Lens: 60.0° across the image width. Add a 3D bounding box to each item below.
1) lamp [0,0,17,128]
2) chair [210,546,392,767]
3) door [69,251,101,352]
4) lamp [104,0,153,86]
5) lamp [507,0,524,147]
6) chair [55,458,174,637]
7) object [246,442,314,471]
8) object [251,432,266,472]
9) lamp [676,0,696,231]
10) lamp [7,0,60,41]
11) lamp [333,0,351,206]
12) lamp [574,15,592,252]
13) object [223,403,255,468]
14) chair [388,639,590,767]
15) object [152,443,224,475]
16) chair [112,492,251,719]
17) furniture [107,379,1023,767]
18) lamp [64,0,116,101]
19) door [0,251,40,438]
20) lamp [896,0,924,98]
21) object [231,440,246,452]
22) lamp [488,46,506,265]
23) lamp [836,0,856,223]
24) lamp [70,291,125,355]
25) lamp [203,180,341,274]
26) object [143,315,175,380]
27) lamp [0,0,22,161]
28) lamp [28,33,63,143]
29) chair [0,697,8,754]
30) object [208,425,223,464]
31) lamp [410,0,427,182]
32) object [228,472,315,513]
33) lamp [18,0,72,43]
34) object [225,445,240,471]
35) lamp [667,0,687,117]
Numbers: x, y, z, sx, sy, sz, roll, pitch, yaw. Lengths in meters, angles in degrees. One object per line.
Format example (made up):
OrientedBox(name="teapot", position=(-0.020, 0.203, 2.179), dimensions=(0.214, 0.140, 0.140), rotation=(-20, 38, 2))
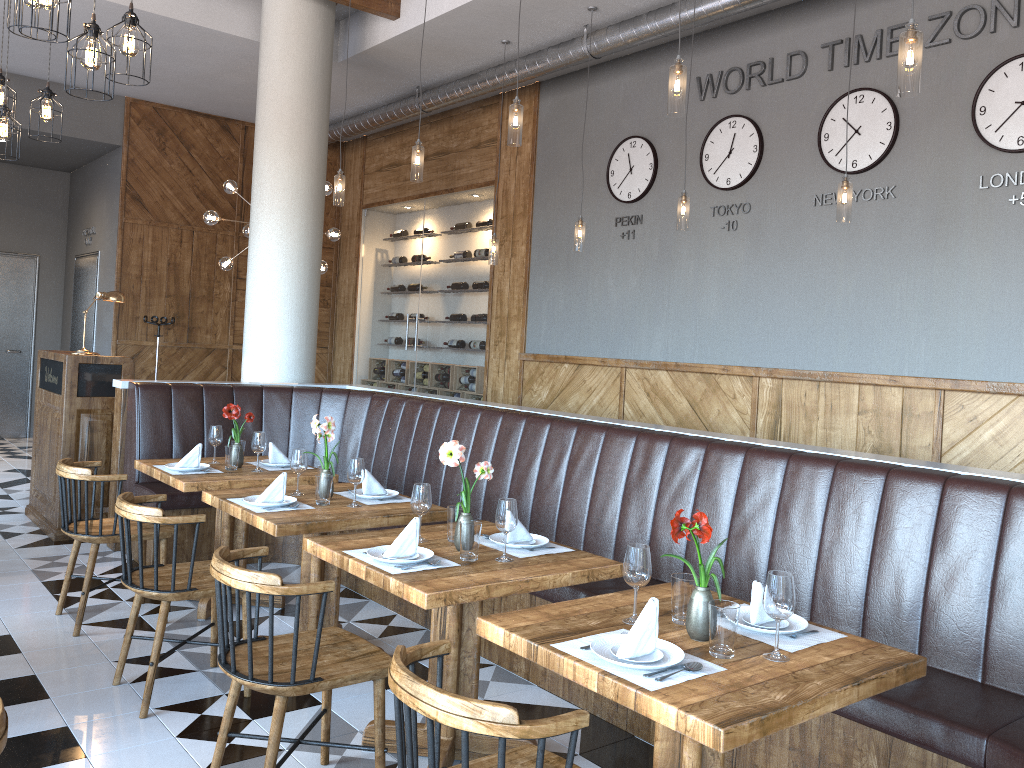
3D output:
OrientedBox(name="lamp", position=(-3.043, -2.598, 5.343), dimensions=(0.175, 2.071, 0.175), rotation=(3, 0, 5))
OrientedBox(name="chair", position=(-0.700, 0.954, 2.861), dimensions=(0.549, 0.817, 0.520), rotation=(3, 1, -39))
OrientedBox(name="door", position=(-5.284, -0.408, 10.844), dimensions=(0.114, 2.394, 1.208), rotation=(3, 0, -39))
OrientedBox(name="lamp", position=(-1.625, -2.361, 3.875), dimensions=(0.175, 2.071, 0.175), rotation=(3, 0, 1))
OrientedBox(name="lamp", position=(0.067, -2.290, 4.860), dimensions=(0.078, 1.964, 0.078), rotation=(3, 0, -4))
OrientedBox(name="chair", position=(-2.071, 0.810, 4.586), dimensions=(0.549, 0.817, 0.520), rotation=(3, 1, -39))
OrientedBox(name="object", position=(-1.342, 0.404, 5.134), dimensions=(0.271, 0.137, 0.352), rotation=(2, 2, -38))
OrientedBox(name="object", position=(-1.393, 0.372, 4.868), dimensions=(0.081, 0.215, 0.081), rotation=(3, 0, -8))
OrientedBox(name="lamp", position=(1.171, -1.986, 5.811), dimensions=(0.078, 1.964, 0.078), rotation=(3, 0, -4))
OrientedBox(name="lamp", position=(-1.904, -2.466, 3.627), dimensions=(0.175, 2.071, 0.175), rotation=(3, 0, 35))
OrientedBox(name="lamp", position=(-1.209, -2.281, 6.456), dimensions=(0.078, 1.964, 0.078), rotation=(3, 0, -7))
OrientedBox(name="lamp", position=(0.551, -1.966, 6.584), dimensions=(0.078, 1.964, 0.078), rotation=(3, 0, 37))
OrientedBox(name="object", position=(-1.554, 0.289, 4.986), dimensions=(0.171, 0.355, 0.156), rotation=(3, 0, 45))
OrientedBox(name="chair", position=(-0.014, 1.026, 1.999), dimensions=(0.549, 0.817, 0.520), rotation=(3, 1, -39))
OrientedBox(name="object", position=(-1.758, 0.393, 4.814), dimensions=(0.271, 0.137, 0.352), rotation=(2, 2, -38))
OrientedBox(name="chair", position=(-1.385, 0.882, 3.723), dimensions=(0.549, 0.817, 0.520), rotation=(3, 1, -39))
OrientedBox(name="furniture", position=(0.007, 0.775, 4.144), dimensions=(1.916, 1.150, 6.597), rotation=(2, 3, -39))
OrientedBox(name="lamp", position=(-1.688, -2.225, 3.661), dimensions=(0.175, 2.071, 0.175), rotation=(3, 0, 35))
OrientedBox(name="door", position=(-6.714, -0.502, 11.217), dimensions=(1.205, 2.394, 0.114), rotation=(3, 0, -39))
OrientedBox(name="lamp", position=(1.446, -1.996, 3.116), dimensions=(0.078, 1.964, 0.078), rotation=(3, 0, 2))
OrientedBox(name="object", position=(-1.584, 0.393, 5.123), dimensions=(0.080, 0.132, 0.080), rotation=(3, 1, -39))
OrientedBox(name="lamp", position=(-0.106, -1.977, 7.406), dimensions=(0.078, 1.964, 0.078), rotation=(3, 0, -7))
OrientedBox(name="lamp", position=(1.888, -1.876, 4.906), dimensions=(0.078, 1.964, 0.078), rotation=(3, 0, -31))
OrientedBox(name="lamp", position=(-3.060, -0.319, 6.521), dimensions=(0.170, 0.756, 0.445), rotation=(3, 0, 27))
OrientedBox(name="lamp", position=(-2.363, -1.955, 8.915), dimensions=(1.187, 2.192, 1.161), rotation=(3, 0, 13))
OrientedBox(name="object", position=(-3.953, 0.076, 9.822), dimensions=(0.374, 1.658, 0.375), rotation=(3, 0, -16))
OrientedBox(name="lamp", position=(-2.913, -2.352, 5.160), dimensions=(0.175, 2.071, 0.175), rotation=(3, 0, 5))
OrientedBox(name="lamp", position=(-2.692, -2.473, 5.218), dimensions=(0.175, 2.071, 0.175), rotation=(3, 0, -28))
OrientedBox(name="chair", position=(-1.177, 0.984, 1.459), dimensions=(0.550, 0.817, 0.519), rotation=(3, 1, 6))
OrientedBox(name="object", position=(-1.702, 0.347, 5.081), dimensions=(0.081, 0.215, 0.081), rotation=(3, 0, 43))
OrientedBox(name="lamp", position=(-0.552, -2.270, 5.633), dimensions=(0.078, 1.964, 0.078), rotation=(3, 0, 37))
OrientedBox(name="object", position=(-1.075, 0.465, 3.955), dimensions=(0.271, 0.137, 0.352), rotation=(2, 2, -38))
OrientedBox(name="lamp", position=(-1.773, -2.396, 3.468), dimensions=(0.175, 2.071, 0.175), rotation=(3, 0, 24))
OrientedBox(name="object", position=(-1.536, 0.406, 4.861), dimensions=(0.080, 0.132, 0.080), rotation=(4, 1, 36))
OrientedBox(name="lamp", position=(0.785, -2.180, 3.955), dimensions=(0.078, 1.964, 0.078), rotation=(3, 0, -20))
